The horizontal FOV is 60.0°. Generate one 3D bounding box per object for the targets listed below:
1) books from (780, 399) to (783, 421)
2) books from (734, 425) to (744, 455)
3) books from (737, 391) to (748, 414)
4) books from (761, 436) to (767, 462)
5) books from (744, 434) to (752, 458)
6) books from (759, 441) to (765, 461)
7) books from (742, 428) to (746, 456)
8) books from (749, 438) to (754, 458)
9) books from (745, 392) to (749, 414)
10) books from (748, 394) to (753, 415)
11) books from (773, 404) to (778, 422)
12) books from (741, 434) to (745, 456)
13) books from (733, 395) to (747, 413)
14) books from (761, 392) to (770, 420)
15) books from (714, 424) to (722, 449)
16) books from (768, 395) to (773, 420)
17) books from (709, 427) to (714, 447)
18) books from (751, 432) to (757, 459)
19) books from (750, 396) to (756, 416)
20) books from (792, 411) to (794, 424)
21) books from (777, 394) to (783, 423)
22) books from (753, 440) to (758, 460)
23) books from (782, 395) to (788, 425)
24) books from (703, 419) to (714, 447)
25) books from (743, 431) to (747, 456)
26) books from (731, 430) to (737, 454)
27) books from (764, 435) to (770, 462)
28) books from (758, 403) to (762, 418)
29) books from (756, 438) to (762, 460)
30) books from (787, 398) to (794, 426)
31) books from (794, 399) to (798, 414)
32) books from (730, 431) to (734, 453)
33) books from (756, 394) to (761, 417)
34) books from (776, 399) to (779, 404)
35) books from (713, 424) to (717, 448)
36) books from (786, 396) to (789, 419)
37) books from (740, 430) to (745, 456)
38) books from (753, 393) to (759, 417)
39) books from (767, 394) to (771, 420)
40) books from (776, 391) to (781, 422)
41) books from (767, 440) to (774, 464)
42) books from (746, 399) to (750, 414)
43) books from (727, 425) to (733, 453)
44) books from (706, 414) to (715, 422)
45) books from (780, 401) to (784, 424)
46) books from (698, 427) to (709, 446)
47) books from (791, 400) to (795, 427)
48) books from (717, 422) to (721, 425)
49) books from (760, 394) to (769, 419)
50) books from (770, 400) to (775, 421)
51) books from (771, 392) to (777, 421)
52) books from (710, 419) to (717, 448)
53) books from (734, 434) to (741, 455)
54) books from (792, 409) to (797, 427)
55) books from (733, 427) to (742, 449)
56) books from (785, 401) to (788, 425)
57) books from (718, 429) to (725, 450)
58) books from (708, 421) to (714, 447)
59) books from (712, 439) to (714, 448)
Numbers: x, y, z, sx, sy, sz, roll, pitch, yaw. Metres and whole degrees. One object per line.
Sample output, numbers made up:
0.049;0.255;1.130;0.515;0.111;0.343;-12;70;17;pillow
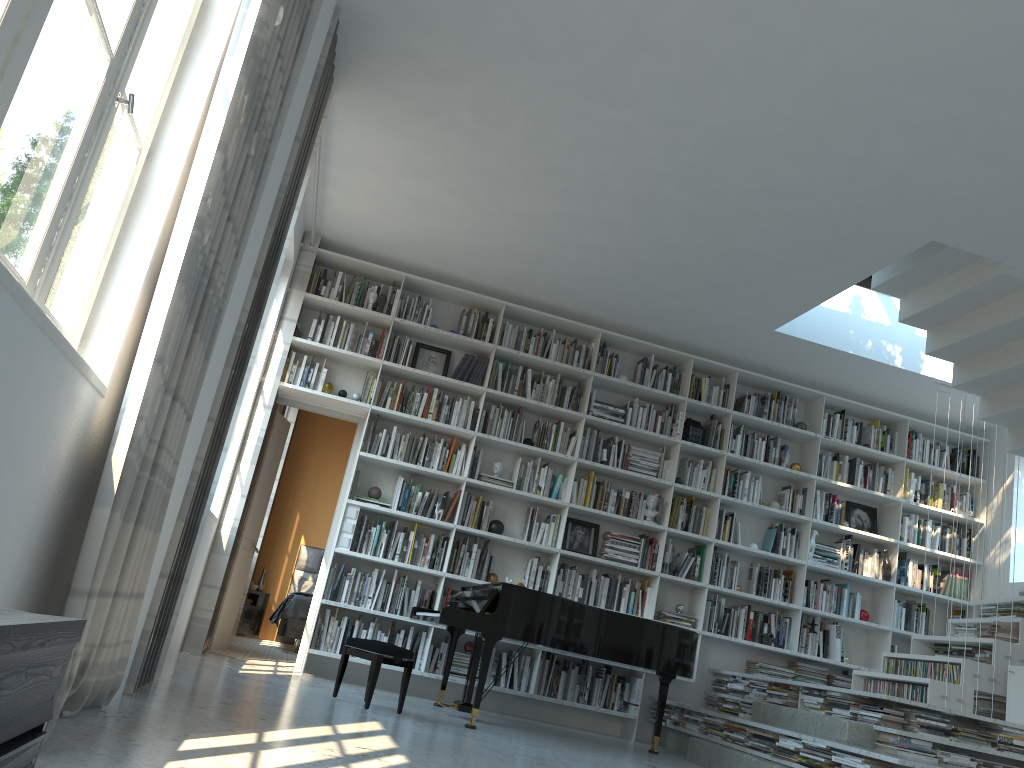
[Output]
2.330;0.275;7.816;0.008;0.274;0.163;15;-16;-10;books
1.940;0.515;7.653;0.014;0.306;0.153;15;-16;-10;books
2.000;0.198;7.742;0.009;0.243;0.173;15;-16;-10;books
2.151;0.594;7.690;0.012;0.264;0.156;15;-16;-10;books
2.004;0.564;7.654;0.027;0.240;0.160;15;-16;-10;books
2.123;0.609;7.663;0.021;0.208;0.181;15;-16;-10;books
1.971;0.533;7.671;0.021;0.295;0.139;15;-16;-10;books
2.036;0.589;7.680;0.028;0.223;0.142;15;-16;-10;books
2.007;0.203;7.752;0.011;0.243;0.173;15;-16;-10;books
2.040;0.215;7.744;0.013;0.229;0.174;15;-16;-10;books
2.269;0.288;7.775;0.018;0.200;0.189;15;-16;-10;books
1.953;0.557;7.655;0.012;0.235;0.166;15;-16;-10;books
1.972;0.208;7.726;0.046;0.206;0.183;15;-16;-10;books
2.202;0.232;7.796;0.024;0.291;0.168;15;-16;-10;books
1.731;0.482;7.591;0.013;0.247;0.186;15;-16;-10;books
2.236;0.247;7.808;0.007;0.284;0.160;15;-16;-10;books
1.669;0.489;7.602;0.024;0.216;0.169;15;-16;-10;books
2.062;0.564;7.689;0.013;0.283;0.155;15;-16;-10;books
2.066;0.228;7.761;0.028;0.225;0.164;15;-16;-10;books
2.430;0.331;7.826;0.018;0.214;0.158;15;-16;-10;books
2.310;0.250;7.792;0.015;0.298;0.183;15;-16;-10;books
2.074;0.601;7.681;0.025;0.215;0.144;15;-16;-10;books
2.366;0.265;7.817;0.008;0.306;0.183;15;-16;-10;books
1.653;0.449;7.577;0.021;0.271;0.191;15;-16;-10;books
1.983;0.548;7.678;0.013;0.275;0.133;15;-16;-10;books
1.877;0.532;7.641;0.026;0.242;0.148;15;-16;-10;books
2.179;0.595;7.711;0.012;0.284;0.160;15;-16;-10;books
2.135;0.270;7.789;0.031;0.190;0.132;15;-16;-10;books
2.101;0.594;7.677;0.023;0.236;0.149;15;-16;-10;books
2.418;0.285;7.826;0.013;0.296;0.189;15;-16;-10;books
2.466;0.293;7.836;0.006;0.305;0.164;15;-16;-10;books
1.858;0.531;7.643;0.012;0.239;0.139;15;-16;-10;books
2.121;0.228;7.777;0.021;0.255;0.169;15;-16;-10;books
2.283;0.272;7.798;0.008;0.250;0.170;15;-16;-10;books
1.707;0.476;7.601;0.005;0.254;0.159;15;-16;-10;books
2.398;0.275;7.854;0.008;0.320;0.134;15;-16;-10;books
1.948;0.536;7.649;0.010;0.268;0.166;15;-16;-10;books
2.097;0.221;7.770;0.030;0.254;0.161;15;-16;-10;books
2.219;0.239;7.811;0.017;0.294;0.139;15;-16;-10;books
2.298;0.237;7.810;0.007;0.328;0.184;15;-16;-10;books
2.199;0.619;7.691;0.030;0.237;0.186;15;-16;-10;books
2.023;0.237;7.747;0.009;0.183;0.160;15;-16;-10;books
1.844;0.500;7.631;0.012;0.284;0.160;15;-16;-10;books
1.676;0.430;7.618;0.025;0.338;0.143;15;-16;-10;books
2.343;0.289;7.815;0.024;0.251;0.150;15;-16;-10;books
1.633;0.482;7.599;0.019;0.213;0.156;15;-16;-10;books
2.427;0.294;7.820;0.008;0.278;0.181;15;-16;-10;books
1.750;0.476;7.634;0.005;0.291;0.131;15;-16;-10;books
2.179;0.236;7.764;0.028;0.257;0.185;15;-16;-10;books
2.247;0.271;7.785;0.018;0.230;0.160;15;-16;-10;books
2.265;0.237;7.803;0.006;0.311;0.179;15;-16;-10;books
1.691;0.453;7.593;0.021;0.287;0.179;15;-16;-10;books
1.903;0.551;7.623;0.026;0.207;0.181;15;-16;-10;books
2.447;0.335;7.819;0.014;0.208;0.188;15;-16;-10;books
1.924;0.525;7.653;0.011;0.282;0.173;15;-16;-10;books
2.387;0.278;7.832;0.019;0.298;0.137;15;-16;-10;books
1.757;0.506;7.592;0.008;0.213;0.224;15;-16;-10;books
1.666;0.456;7.593;0.022;0.271;0.182;15;-16;-10;books
1.691;0.497;7.603;0.013;0.210;0.140;15;-16;-10;books
